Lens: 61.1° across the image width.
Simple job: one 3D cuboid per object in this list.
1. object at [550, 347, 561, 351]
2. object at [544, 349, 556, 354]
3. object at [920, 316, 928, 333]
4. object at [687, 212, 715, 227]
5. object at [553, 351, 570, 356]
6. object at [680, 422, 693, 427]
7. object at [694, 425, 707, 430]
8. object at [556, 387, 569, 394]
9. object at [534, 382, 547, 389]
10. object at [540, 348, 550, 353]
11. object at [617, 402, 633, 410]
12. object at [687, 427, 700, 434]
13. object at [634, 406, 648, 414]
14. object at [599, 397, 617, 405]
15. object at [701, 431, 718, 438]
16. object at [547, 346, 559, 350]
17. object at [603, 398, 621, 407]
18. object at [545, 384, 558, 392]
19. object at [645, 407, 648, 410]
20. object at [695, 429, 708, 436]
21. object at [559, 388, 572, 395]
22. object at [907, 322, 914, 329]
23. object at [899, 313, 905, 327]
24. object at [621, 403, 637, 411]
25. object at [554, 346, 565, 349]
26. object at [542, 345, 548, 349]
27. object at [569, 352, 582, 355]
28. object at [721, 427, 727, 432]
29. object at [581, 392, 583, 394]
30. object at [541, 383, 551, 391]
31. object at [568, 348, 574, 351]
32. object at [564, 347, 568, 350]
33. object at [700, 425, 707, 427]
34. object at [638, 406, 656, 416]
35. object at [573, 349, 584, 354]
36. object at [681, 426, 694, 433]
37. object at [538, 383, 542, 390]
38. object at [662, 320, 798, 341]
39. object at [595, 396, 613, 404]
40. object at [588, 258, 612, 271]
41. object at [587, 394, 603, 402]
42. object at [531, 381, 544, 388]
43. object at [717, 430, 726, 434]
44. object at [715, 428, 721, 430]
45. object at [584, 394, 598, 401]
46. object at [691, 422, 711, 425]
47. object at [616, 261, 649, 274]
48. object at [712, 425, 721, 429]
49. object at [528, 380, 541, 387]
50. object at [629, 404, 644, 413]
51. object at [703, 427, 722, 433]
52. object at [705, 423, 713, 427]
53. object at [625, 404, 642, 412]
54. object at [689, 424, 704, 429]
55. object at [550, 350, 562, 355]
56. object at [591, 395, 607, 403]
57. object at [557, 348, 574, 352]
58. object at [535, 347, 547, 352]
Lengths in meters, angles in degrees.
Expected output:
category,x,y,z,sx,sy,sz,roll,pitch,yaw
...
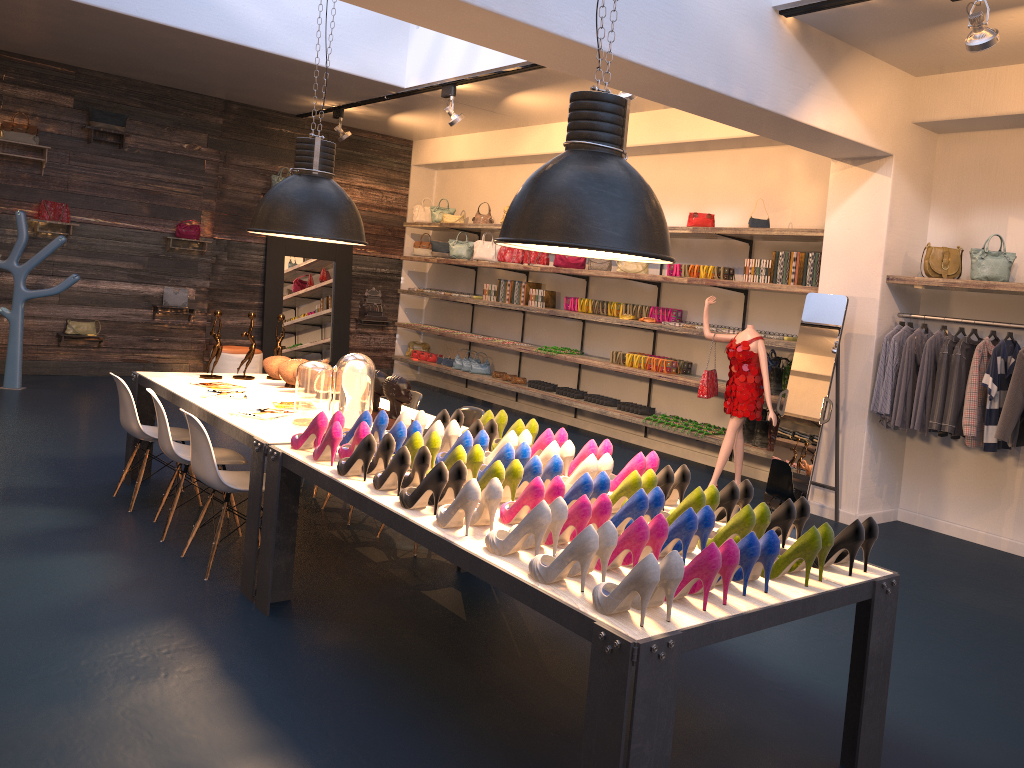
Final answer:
category,x,y,z,sx,sy,sz,roll,pitch,yaw
object,0.527,-0.391,9.915,0.254,0.064,0.079,2,6,-33
object,0.444,-0.369,9.902,0.254,0.058,0.077,0,7,-43
object,3.131,-0.418,6.597,0.467,0.219,0.009,1,4,-39
object,1.826,-1.573,8.366,0.282,0.149,0.112,5,3,-6
object,0.546,-0.344,9.770,0.254,0.058,0.077,0,7,-43
object,1.698,0.395,8.357,0.255,0.063,0.077,2,6,-35
object,1.802,0.420,8.225,0.254,0.064,0.079,2,6,-33
object,0.583,0.076,10.010,0.202,0.087,0.061,1,5,-38
object,0.347,0.016,10.316,0.202,0.087,0.061,1,5,-38
object,0.405,-0.382,9.977,0.254,0.058,0.077,0,7,-43
object,1.199,0.232,9.213,0.198,0.087,0.062,3,4,-24
object,1.720,0.442,8.212,0.254,0.058,0.077,0,7,-43
object,1.354,0.271,9.013,0.194,0.087,0.063,4,4,-16
object,1.040,0.192,9.419,0.189,0.087,0.065,5,3,-5
object,1.821,0.468,8.080,0.254,0.058,0.077,0,7,-43
object,0.501,-0.402,9.996,0.254,0.068,0.077,2,6,-33
object,1.078,0.201,9.371,0.186,0.087,0.066,6,3,-1
object,0.463,0.045,10.165,0.202,0.087,0.061,1,5,-38
object,1.395,0.254,8.958,0.049,0.022,0.011,5,3,-14
object,1.782,0.455,8.156,0.254,0.058,0.077,0,7,-43
object,0.621,0.085,9.961,0.202,0.087,0.061,1,5,-38
object,3.060,-0.434,6.682,0.467,0.219,0.009,1,4,-39
object,3.022,-0.443,6.731,0.467,0.219,0.009,1,4,-39
object,1.237,0.242,9.165,0.198,0.087,0.062,3,4,-25
object,0.553,-0.418,10.182,0.241,0.053,0.083,5,5,-9
object,0.424,-0.416,10.046,0.255,0.063,0.077,2,6,-35
object,0.688,-0.342,9.886,0.254,0.058,0.077,0,7,-43
object,2.021,0.437,8.290,0.079,0.067,0.253,9,7,31
object,0.782,0.098,9.755,0.051,0.022,0.011,1,5,-40
object,0.424,0.035,10.215,0.202,0.087,0.061,1,5,-38
object,0.668,-0.388,10.031,0.080,0.073,0.252,8,6,30
object,0.643,-0.399,10.111,0.077,0.074,0.254,9,7,38
object,1.822,0.431,8.404,0.254,0.058,0.077,0,7,-43
object,1.393,0.281,8.964,0.193,0.087,0.064,5,4,-12
object,0.746,-0.375,9.980,0.079,0.067,0.253,9,7,31
object,1.680,0.429,8.287,0.254,0.058,0.077,0,7,-43
object,0.386,0.026,10.264,0.202,0.087,0.061,1,5,-38
object,2.028,-0.514,8.212,0.522,0.060,1.407,1,8,-38
object,1.003,0.182,9.469,0.191,0.087,0.064,5,4,-9
object,0.965,-1.322,9.509,0.261,0.175,0.107,7,3,11
object,0.924,0.162,9.570,0.192,0.087,0.064,5,4,-12
object,0.308,0.006,10.367,0.202,0.087,0.061,1,5,-38
object,1.963,0.469,8.196,0.254,0.058,0.077,0,7,-43
object,1.924,0.456,8.272,0.254,0.058,0.077,0,7,-43
object,0.886,0.152,9.620,0.194,0.087,0.063,4,4,-16
object,1.828,0.393,8.492,0.241,0.053,0.083,5,5,-9
object,1.264,-1.244,9.117,0.363,0.174,0.232,6,5,2
object,1.944,0.421,8.341,0.080,0.073,0.252,8,6,30
object,0.269,-0.004,10.415,0.202,0.087,0.061,1,5,-38
object,1.315,0.262,9.063,0.195,0.087,0.063,4,4,-18
object,1.878,0.435,8.173,0.255,0.067,0.078,2,6,-33
object,1.918,0.413,8.422,0.077,0.074,0.254,9,7,38
object,1.276,0.252,9.114,0.195,0.087,0.063,4,4,-18
object,1.776,0.410,8.306,0.254,0.068,0.077,2,6,-33
object,0.506,-0.356,9.845,0.254,0.058,0.077,0,7,-43
object,0.963,0.172,9.521,0.191,0.087,0.064,5,4,-9
object,0.603,-0.376,9.863,0.255,0.067,0.078,2,6,-33
object,0.346,-0.396,10.040,0.254,0.058,0.077,0,7,-43
